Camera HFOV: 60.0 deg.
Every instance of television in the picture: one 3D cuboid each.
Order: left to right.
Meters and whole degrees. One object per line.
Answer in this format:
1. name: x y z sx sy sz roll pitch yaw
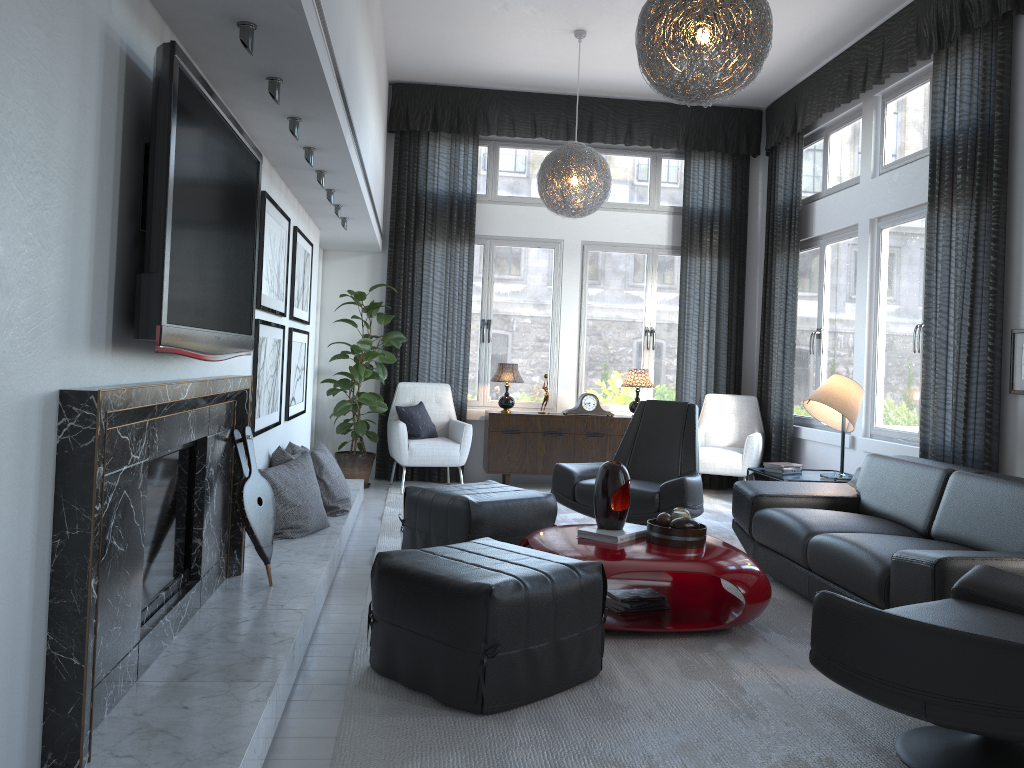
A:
1. television: -0.921 -0.444 2.626 0.129 0.752 1.159 2 1 -6

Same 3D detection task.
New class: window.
1. window: -0.199 -0.942 7.526 1.268 2.324 0.133 2 -1 -6
2. window: 1.210 -0.887 7.678 1.268 2.324 0.133 2 -1 -6
3. window: 2.367 -0.818 6.760 0.133 2.324 1.268 2 0 -6
4. window: 2.520 -0.779 5.350 0.133 2.324 1.268 2 0 -6

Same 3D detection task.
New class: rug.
1. rug: 0.915 0.960 3.322 2.954 0.032 7.770 2 1 -6

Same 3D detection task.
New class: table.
1. table: 0.515 0.787 3.699 0.941 0.300 0.939 2 1 -7
2. table: 1.798 0.751 5.337 0.593 0.410 0.593 2 1 -6

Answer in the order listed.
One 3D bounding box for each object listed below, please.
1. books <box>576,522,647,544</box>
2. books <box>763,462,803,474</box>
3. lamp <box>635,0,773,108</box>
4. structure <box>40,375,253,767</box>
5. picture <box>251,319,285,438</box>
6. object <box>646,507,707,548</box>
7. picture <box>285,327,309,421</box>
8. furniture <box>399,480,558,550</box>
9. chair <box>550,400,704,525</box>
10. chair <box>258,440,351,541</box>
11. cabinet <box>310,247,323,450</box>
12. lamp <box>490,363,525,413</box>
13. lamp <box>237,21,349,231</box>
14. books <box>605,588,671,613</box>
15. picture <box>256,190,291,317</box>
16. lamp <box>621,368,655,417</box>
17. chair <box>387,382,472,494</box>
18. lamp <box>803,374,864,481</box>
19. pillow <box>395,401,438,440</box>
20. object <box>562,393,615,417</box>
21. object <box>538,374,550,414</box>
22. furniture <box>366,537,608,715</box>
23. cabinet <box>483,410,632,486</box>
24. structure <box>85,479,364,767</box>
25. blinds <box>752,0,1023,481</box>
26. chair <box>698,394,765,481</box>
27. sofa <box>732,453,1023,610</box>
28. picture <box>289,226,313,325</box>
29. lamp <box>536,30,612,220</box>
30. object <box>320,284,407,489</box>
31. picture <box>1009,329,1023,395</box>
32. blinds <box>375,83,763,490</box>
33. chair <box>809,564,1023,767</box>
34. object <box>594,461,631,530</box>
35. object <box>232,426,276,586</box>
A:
1. books: 0.439 0.620 3.707 0.201 0.030 0.306 3 2 39
2. books: 1.672 0.518 5.471 0.215 0.050 0.161 2 1 -34
3. lamp: 0.743 -1.708 3.365 0.514 1.307 0.512 3 -1 -12
4. structure: -1.199 0.441 2.590 0.520 0.924 1.687 2 1 -6
5. picture: -1.174 -0.037 4.281 0.020 0.523 0.791 2 1 -6
6. object: 0.675 0.584 3.631 0.243 0.133 0.242 3 1 31
7. picture: -1.283 -0.065 5.316 0.020 0.523 0.791 2 1 -6
8. furniture: -0.173 0.710 4.439 0.598 0.378 0.614 2 1 -42
9. chair: 0.768 0.506 5.169 0.841 0.811 0.804 3 0 32
10. chair: -1.060 0.519 4.721 0.391 0.431 1.336 2 1 -6
11. cabinet: -1.633 -0.158 6.751 0.191 1.896 1.172 2 0 -6
12. lamp: -0.040 0.032 7.173 0.280 0.398 0.280 2 0 20
13. lamp: -0.840 -0.957 3.542 0.053 0.081 4.254 2 1 -6
14. books: 0.514 0.904 3.715 0.272 0.054 0.204 2 1 -30
15. picture: -1.148 -0.602 4.291 0.020 0.523 0.791 2 1 -6
16. lamp: 1.034 0.074 7.290 0.280 0.398 0.280 2 0 20
17. chair: -0.658 0.409 6.943 0.593 0.824 0.613 2 0 -16
18. lamp: 2.133 0.467 4.856 0.474 1.016 1.168 3 0 -32
19. pillow: -0.739 0.288 6.932 0.253 0.296 0.356 2 0 20
20. object: 0.626 0.165 7.257 0.406 0.180 0.180 2 0 -6
21. object: 0.265 0.080 7.234 0.096 0.325 0.096 2 -1 -7
22. furniture: -0.086 0.749 2.884 0.599 0.378 0.613 3 1 43
23. cabinet: 0.478 0.556 7.270 1.398 0.613 0.386 2 0 -6
24. structure: -0.846 0.828 2.615 0.393 0.135 7.209 2 1 -6
25. blinds: 2.295 -0.683 6.048 0.189 3.279 3.212 2 0 -6
26. chair: 1.719 0.502 7.185 0.594 0.824 0.612 2 0 24
27. sofa: 1.727 0.673 3.856 0.936 0.617 1.905 2 1 -6
28. picture: -1.260 -0.631 5.326 0.020 0.523 0.791 2 1 -6
29. lamp: 0.444 -1.783 6.095 0.512 1.307 0.515 3 -1 -12
30. object: -1.150 0.009 6.808 0.936 1.590 0.638 2 -1 39
31. picture: 2.560 -0.108 4.285 0.020 0.326 0.427 2 0 -6
32. blinds: 0.513 -0.789 7.469 3.211 3.280 0.189 2 -1 -6
33. chair: 1.329 0.597 2.227 0.840 0.811 0.805 2 0 -33
34. object: 0.418 0.463 3.708 0.151 0.280 0.153 2 -1 34
35. object: -0.958 0.450 3.306 0.175 0.581 0.196 3 -1 -26
